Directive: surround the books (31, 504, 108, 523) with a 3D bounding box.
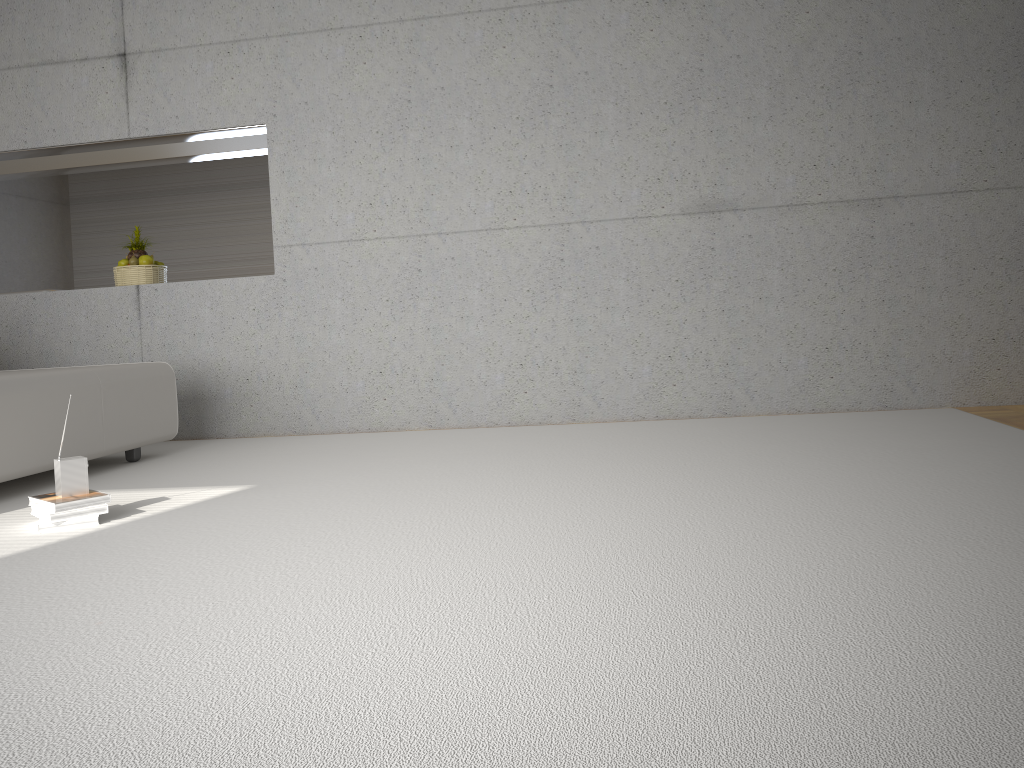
[{"bbox_3d":[-1.582,0.447,3.157,0.189,0.032,0.264,-7,5,-41],"label":"books"}]

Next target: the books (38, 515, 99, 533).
[{"bbox_3d":[-1.580,0.478,3.156,0.189,0.032,0.264,-5,4,-26],"label":"books"}]

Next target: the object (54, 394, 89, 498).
[{"bbox_3d":[-1.559,0.215,3.140,0.090,0.366,0.185,-3,0,-40],"label":"object"}]

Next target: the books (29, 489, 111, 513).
[{"bbox_3d":[-1.585,0.414,3.164,0.264,0.032,0.189,0,5,44],"label":"books"}]

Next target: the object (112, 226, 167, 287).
[{"bbox_3d":[-2.590,-0.881,6.142,0.333,0.442,0.369,-4,1,-5],"label":"object"}]

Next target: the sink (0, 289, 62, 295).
[{"bbox_3d":[-3.881,-0.675,6.373,1.700,0.540,0.768,-3,2,10],"label":"sink"}]

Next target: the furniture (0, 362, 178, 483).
[{"bbox_3d":[-2.850,0.251,4.067,1.610,0.522,2.175,-3,4,10],"label":"furniture"}]
